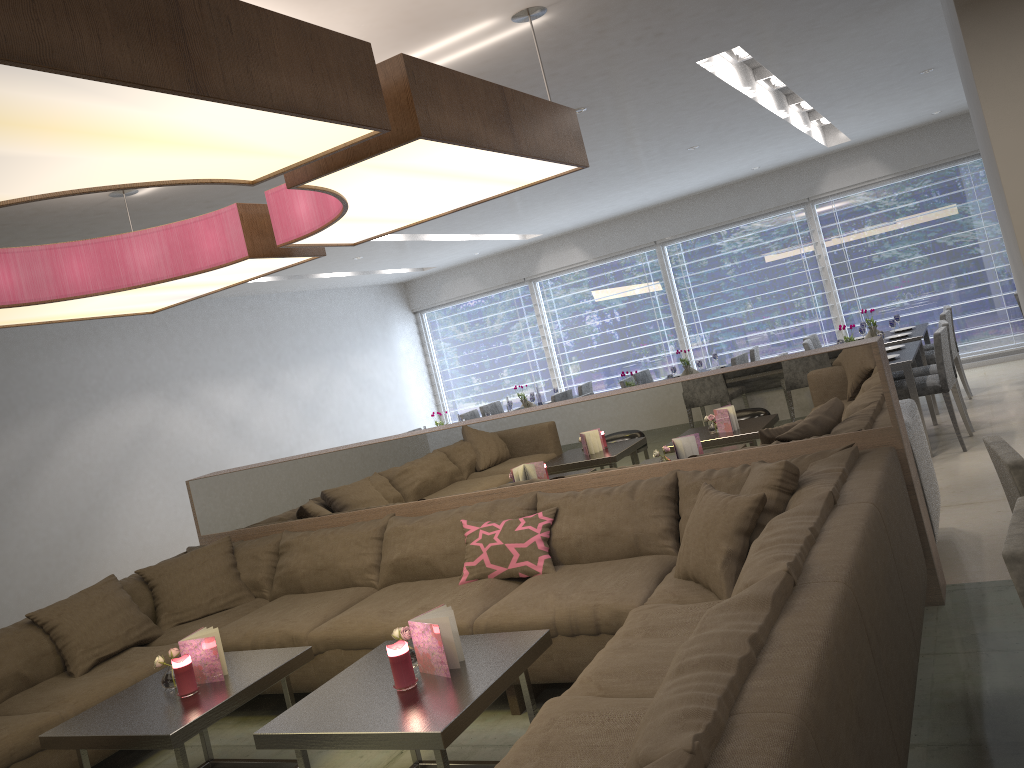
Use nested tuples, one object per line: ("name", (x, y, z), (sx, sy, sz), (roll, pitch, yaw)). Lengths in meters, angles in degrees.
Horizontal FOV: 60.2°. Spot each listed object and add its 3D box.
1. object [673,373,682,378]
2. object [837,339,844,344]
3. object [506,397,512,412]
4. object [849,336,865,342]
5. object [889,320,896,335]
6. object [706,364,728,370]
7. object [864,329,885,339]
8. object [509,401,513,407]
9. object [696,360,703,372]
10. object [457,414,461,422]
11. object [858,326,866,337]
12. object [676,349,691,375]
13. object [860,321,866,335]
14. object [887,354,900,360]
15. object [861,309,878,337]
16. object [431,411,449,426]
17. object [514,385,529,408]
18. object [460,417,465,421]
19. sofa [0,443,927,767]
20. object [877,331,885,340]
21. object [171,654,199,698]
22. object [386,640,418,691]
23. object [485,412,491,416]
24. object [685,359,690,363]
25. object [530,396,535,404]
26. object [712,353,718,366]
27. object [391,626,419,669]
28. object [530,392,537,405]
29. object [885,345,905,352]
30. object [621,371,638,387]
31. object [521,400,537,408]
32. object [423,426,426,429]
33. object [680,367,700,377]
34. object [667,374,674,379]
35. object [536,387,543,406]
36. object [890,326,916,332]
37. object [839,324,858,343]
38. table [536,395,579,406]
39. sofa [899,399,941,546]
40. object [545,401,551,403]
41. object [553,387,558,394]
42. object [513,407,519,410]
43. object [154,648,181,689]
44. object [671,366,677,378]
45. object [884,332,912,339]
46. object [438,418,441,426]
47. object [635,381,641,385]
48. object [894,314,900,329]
("object", (1.661, -0.085, 8.750), (0.215, 0.015, 0.218), (-12, 3, 28))
("object", (2.517, -0.272, 6.744), (0.053, 0.139, 0.053), (-13, -2, -20))
("object", (-0.028, 0.230, 8.819), (0.052, 0.201, 0.051), (-13, -2, -8))
("object", (3.115, -0.406, 7.971), (0.215, 0.015, 0.218), (-12, 3, 28))
("object", (3.208, -0.469, 7.433), (0.053, 0.139, 0.053), (-13, -2, -20))
("object", (1.992, -0.158, 8.573), (0.215, 0.015, 0.218), (-12, 3, 28))
("object", (3.150, -0.447, 7.702), (0.203, 0.100, 0.070), (-14, -1, -3))
("object", (-0.009, 0.244, 9.104), (0.053, 0.139, 0.053), (-13, -2, -14))
("object", (1.752, -0.148, 8.213), (0.053, 0.139, 0.053), (-13, -2, -20))
("object", (-0.464, 0.372, 7.968), (0.052, 0.201, 0.051), (-13, -2, -20))
("object", (2.980, -0.417, 7.501), (0.053, 0.139, 0.053), (-13, -2, -20))
("object", (1.651, -0.203, 8.425), (0.103, 0.277, 0.155), (-14, -1, 26))
("object", (3.220, -0.500, 8.079), (0.053, 0.139, 0.053), (-13, -2, -20))
("object", (2.488, -0.167, 5.927), (0.218, 0.015, 0.216), (-14, 2, -16))
("object", (3.104, -0.524, 7.646), (0.103, 0.277, 0.155), (-14, -1, 26))
("object", (-0.634, 0.375, 7.934), (0.103, 0.277, 0.155), (-14, -1, 26))
("object", (0.110, 0.138, 9.252), (0.103, 0.277, 0.155), (-14, -1, 26))
("object", (-0.459, 0.386, 8.341), (0.053, 0.139, 0.053), (-13, -2, -14))
("sofa", (-0.831, 1.092, 2.741), (3.736, 0.676, 3.203), (-13, 2, 28))
("object", (2.767, -0.327, 6.610), (0.053, 0.139, 0.053), (-13, -2, -14))
("object", (-1.131, 1.008, 3.056), (0.075, 0.129, 0.075), (-14, -1, 0))
("object", (-0.327, 0.830, 2.613), (0.075, 0.129, 0.075), (-14, -1, 0))
("object", (-0.209, 0.330, 8.206), (0.053, 0.139, 0.053), (-13, -2, -14))
("object", (1.764, -0.178, 8.860), (0.053, 0.139, 0.053), (-13, -2, -14))
("object", (0.219, 0.191, 9.036), (0.053, 0.139, 0.053), (-13, -2, -14))
("object", (2.015, -0.233, 8.726), (0.053, 0.139, 0.053), (-13, -2, -20))
("object", (-0.337, 0.825, 2.773), (0.092, 0.132, 0.102), (-14, 0, -7))
("object", (0.231, 0.161, 9.682), (0.053, 0.139, 0.053), (-13, -2, -14))
("object", (2.755, -0.254, 6.447), (0.218, 0.015, 0.216), (-14, 2, -16))
("object", (0.960, 0.023, 7.079), (0.103, 0.277, 0.155), (-14, -1, 26))
("object", (0.156, 0.215, 9.308), (0.203, 0.100, 0.070), (-14, -1, -3))
("object", (-0.718, 0.455, 7.473), (0.052, 0.201, 0.051), (-13, -2, -20))
("object", (1.697, -0.125, 8.481), (0.203, 0.100, 0.070), (-14, -1, -3))
("object", (1.334, -0.010, 7.379), (0.053, 0.139, 0.053), (-13, -2, -14))
("object", (0.281, 0.134, 9.309), (0.052, 0.201, 0.051), (-13, -2, -8))
("object", (3.446, -0.479, 7.793), (0.215, 0.015, 0.218), (-12, 3, 28))
("object", (2.413, -0.298, 6.299), (0.103, 0.277, 0.155), (-14, -1, 26))
("table", (0.233, 0.578, 9.222), (0.771, 0.635, 1.198), (-13, 1, 28))
("sofa", (0.198, 0.782, 4.724), (3.768, 0.629, 0.842), (-13, 1, 28))
("object", (0.451, 0.183, 9.399), (0.216, 0.015, 0.217), (-13, 2, 6))
("object", (0.482, 0.106, 9.548), (0.053, 0.139, 0.053), (-13, -2, -14))
("object", (0.120, 0.256, 9.577), (0.216, 0.015, 0.217), (-13, 2, 6))
("object", (-1.233, 1.027, 3.199), (0.100, 0.129, 0.095), (-14, 0, 11))
("object", (1.524, -0.095, 8.282), (0.053, 0.139, 0.053), (-13, -2, -14))
("object", (3.179, -0.392, 7.274), (0.215, 0.015, 0.218), (-12, 3, 28))
("object", (-0.642, 0.410, 8.101), (0.052, 0.201, 0.051), (-13, -2, -20))
("object", (1.083, 0.045, 7.513), (0.053, 0.139, 0.053), (-13, -2, -14))
("object", (3.470, -0.555, 7.945), (0.053, 0.139, 0.053), (-13, -2, -20))
